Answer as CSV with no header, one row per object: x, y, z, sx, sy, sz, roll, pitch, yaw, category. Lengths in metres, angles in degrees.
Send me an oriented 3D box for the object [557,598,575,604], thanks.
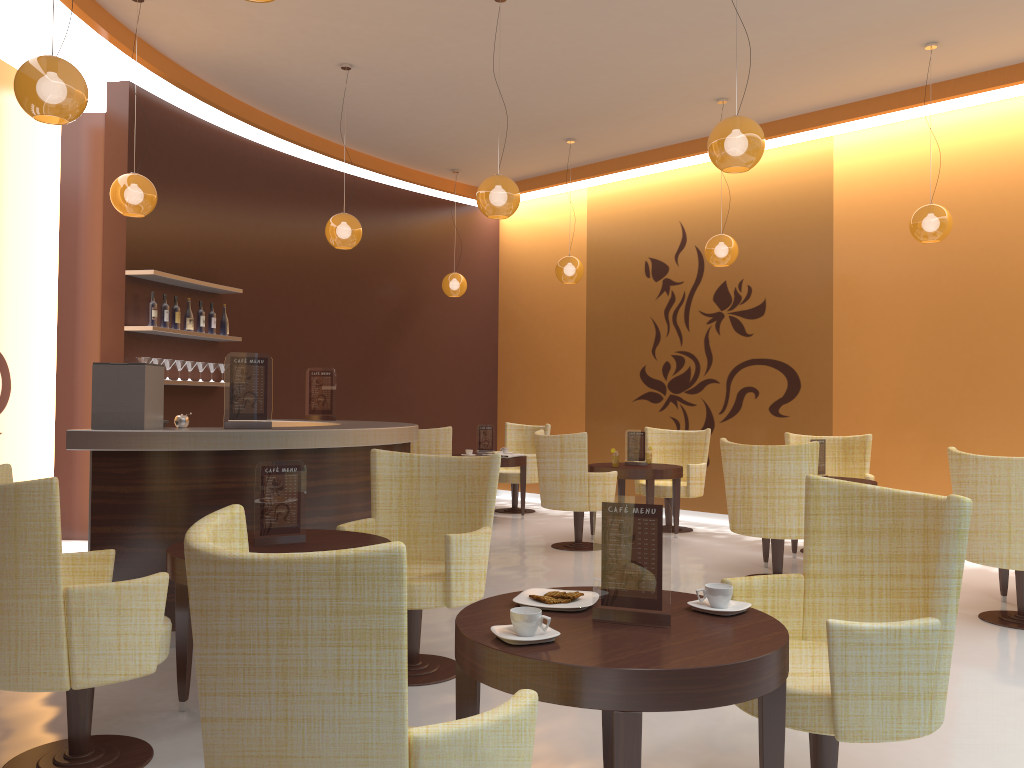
0.146,0.622,2.546,0.054,0.018,0.051,0,-1,32,object

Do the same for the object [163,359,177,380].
-2.881,-0.115,7.424,0.137,0.174,0.137,0,-1,20,object

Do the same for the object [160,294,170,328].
-2.882,-0.598,7.361,0.073,0.297,0.073,1,-1,-7,object

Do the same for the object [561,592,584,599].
0.175,0.611,2.561,0.055,0.016,0.052,-1,-2,44,object

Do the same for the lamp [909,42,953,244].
3.163,-1.820,6.697,0.299,1.500,0.299,-1,-2,45,lamp

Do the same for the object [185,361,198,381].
-2.804,-0.107,7.715,0.137,0.174,0.137,0,-1,20,object

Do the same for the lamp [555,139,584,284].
0.605,-1.796,9.230,0.299,1.500,0.299,1,-1,-2,lamp

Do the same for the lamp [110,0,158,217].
-2.561,-1.894,6.034,0.299,1.500,0.299,1,-1,-27,lamp

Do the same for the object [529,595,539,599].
0.080,0.617,2.561,0.052,0.018,0.055,1,-1,-21,object

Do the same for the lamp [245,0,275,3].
-0.777,-1.943,2.720,0.299,1.500,0.299,0,-1,23,lamp

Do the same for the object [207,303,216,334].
-2.707,-0.583,7.997,0.073,0.297,0.073,1,-1,-7,object

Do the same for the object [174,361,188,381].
-2.840,-0.110,7.572,0.137,0.174,0.137,0,-1,20,object

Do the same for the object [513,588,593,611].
0.129,0.626,2.568,0.234,0.020,0.234,0,-1,16,object

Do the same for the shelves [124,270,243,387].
-2.866,-0.475,5.916,0.586,0.902,4.744,1,-1,2,shelves

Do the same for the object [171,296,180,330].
-2.849,-0.594,7.514,0.073,0.297,0.073,0,-2,42,object

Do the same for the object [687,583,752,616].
0.585,0.604,2.503,0.153,0.069,0.153,2,-2,-45,object

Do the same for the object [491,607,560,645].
0.033,0.592,2.185,0.153,0.069,0.153,1,-1,-23,object

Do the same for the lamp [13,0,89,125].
-2.056,-1.931,3.986,0.299,1.500,0.299,0,-1,23,lamp

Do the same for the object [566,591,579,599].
0.170,0.620,2.596,0.054,0.018,0.051,1,-1,2,object

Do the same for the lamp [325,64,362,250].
-1.365,-1.857,7.241,0.299,1.500,0.299,1,-1,-27,lamp

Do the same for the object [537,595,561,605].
0.105,0.614,2.522,0.054,0.018,0.051,0,-2,43,object

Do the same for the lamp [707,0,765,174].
1.193,-1.882,4.708,0.299,1.500,0.299,1,-1,-34,lamp

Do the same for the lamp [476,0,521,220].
-0.086,-1.869,5.975,0.299,1.500,0.299,0,-1,23,lamp

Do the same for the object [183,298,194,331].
-2.807,-0.596,7.696,0.086,0.303,0.086,0,-1,28,object

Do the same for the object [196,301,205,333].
-2.755,-0.587,7.846,0.073,0.297,0.073,1,-1,-7,object

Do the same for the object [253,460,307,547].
-0.931,0.477,3.571,0.209,0.335,0.042,1,-1,-31,object

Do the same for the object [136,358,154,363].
-2.948,-0.122,7.122,0.137,0.174,0.137,0,-1,10,object

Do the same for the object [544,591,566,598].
0.125,0.619,2.609,0.055,0.014,0.053,0,-1,28,object

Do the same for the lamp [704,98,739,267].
1.884,-1.808,7.964,0.299,1.500,0.299,1,-1,-20,lamp

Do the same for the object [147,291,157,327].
-2.917,-0.602,7.194,0.073,0.297,0.073,1,-1,-7,object

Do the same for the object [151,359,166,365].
-2.915,-0.119,7.273,0.137,0.174,0.137,0,-1,10,object

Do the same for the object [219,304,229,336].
-2.649,-0.584,8.164,0.086,0.303,0.086,1,-1,-31,object

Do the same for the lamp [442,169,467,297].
-0.674,-1.783,10.497,0.299,1.500,0.299,-1,-2,45,lamp
